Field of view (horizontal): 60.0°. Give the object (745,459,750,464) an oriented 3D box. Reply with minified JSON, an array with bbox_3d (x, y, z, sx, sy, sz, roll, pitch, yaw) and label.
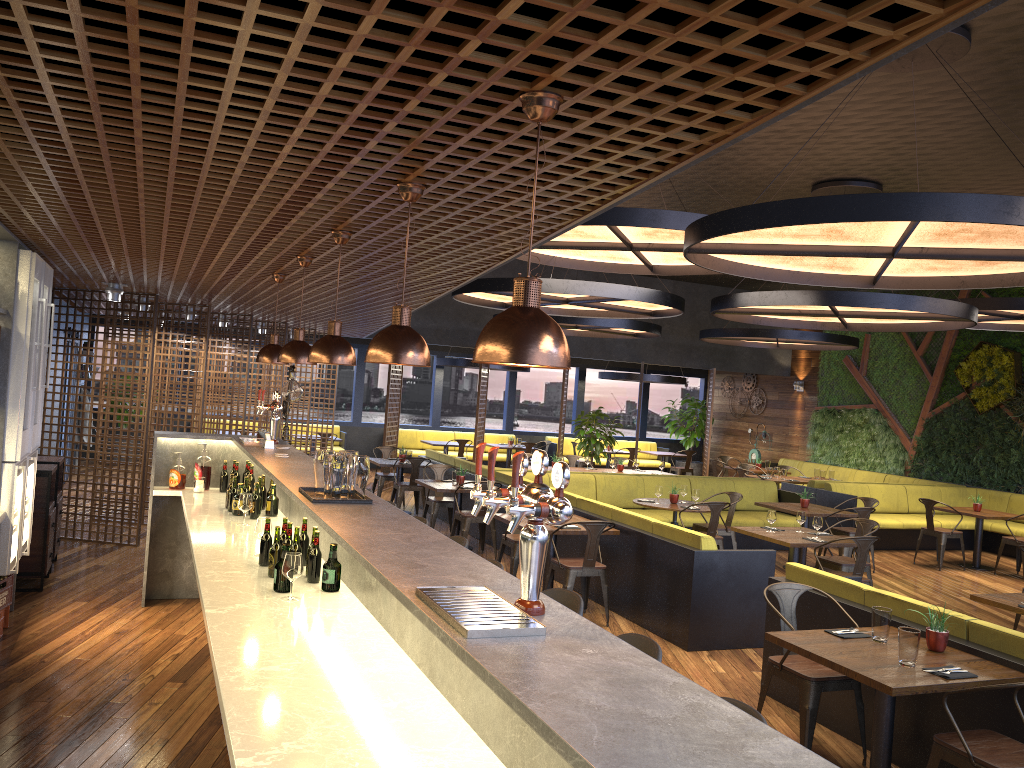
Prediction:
[{"bbox_3d":[4.587,1.553,17.287,0.102,0.178,0.102,4,0,-37],"label":"object"}]

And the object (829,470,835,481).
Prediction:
[{"bbox_3d":[5.654,1.623,15.688,0.102,0.178,0.102,4,0,-37],"label":"object"}]

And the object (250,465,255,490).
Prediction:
[{"bbox_3d":[-2.116,0.788,7.189,0.063,0.254,0.063,4,0,40],"label":"object"}]

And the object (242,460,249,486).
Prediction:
[{"bbox_3d":[-2.263,0.779,7.561,0.063,0.254,0.063,4,0,40],"label":"object"}]

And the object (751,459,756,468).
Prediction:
[{"bbox_3d":[4.746,1.566,17.436,0.102,0.178,0.102,4,0,13],"label":"object"}]

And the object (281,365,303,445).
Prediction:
[{"bbox_3d":[-2.257,0.282,8.944,0.263,0.944,0.566,4,0,-30],"label":"object"}]

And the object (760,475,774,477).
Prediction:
[{"bbox_3d":[4.505,1.618,15.626,0.157,0.019,0.255,4,0,-23],"label":"object"}]

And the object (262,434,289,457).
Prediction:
[{"bbox_3d":[-1.628,0.433,6.317,0.200,0.106,0.766,4,0,-22],"label":"object"}]

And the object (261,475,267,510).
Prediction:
[{"bbox_3d":[-1.854,0.803,6.586,0.063,0.254,0.063,4,0,-25],"label":"object"}]

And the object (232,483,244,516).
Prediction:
[{"bbox_3d":[-1.918,0.811,6.241,0.088,0.224,0.088,4,0,22],"label":"object"}]

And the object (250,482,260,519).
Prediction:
[{"bbox_3d":[-1.774,0.806,6.133,0.063,0.254,0.063,4,0,-34],"label":"object"}]

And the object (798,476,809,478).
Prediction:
[{"bbox_3d":[5.279,1.677,15.944,0.157,0.019,0.255,4,0,-23],"label":"object"}]

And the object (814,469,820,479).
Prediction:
[{"bbox_3d":[5.462,1.610,15.884,0.102,0.178,0.102,4,0,-37],"label":"object"}]

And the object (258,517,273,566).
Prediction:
[{"bbox_3d":[-1.299,0.833,4.689,0.063,0.254,0.063,4,0,-25],"label":"object"}]

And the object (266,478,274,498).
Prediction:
[{"bbox_3d":[-1.765,0.809,6.495,0.063,0.254,0.063,4,0,40],"label":"object"}]

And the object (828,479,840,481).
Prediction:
[{"bbox_3d":[5.775,1.712,15.795,0.157,0.019,0.255,4,0,-23],"label":"object"}]

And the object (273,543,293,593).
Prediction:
[{"bbox_3d":[-1.069,0.862,4.165,0.088,0.224,0.088,4,0,7],"label":"object"}]

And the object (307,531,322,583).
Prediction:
[{"bbox_3d":[-0.975,0.856,4.394,0.063,0.254,0.063,4,0,-15],"label":"object"}]

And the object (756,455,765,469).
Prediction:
[{"bbox_3d":[4.796,1.522,17.245,0.238,0.271,0.260,4,0,-1],"label":"object"}]

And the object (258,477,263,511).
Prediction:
[{"bbox_3d":[-1.847,0.803,6.461,0.063,0.254,0.063,4,0,-19],"label":"object"}]

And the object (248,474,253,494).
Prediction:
[{"bbox_3d":[-1.951,0.795,6.564,0.063,0.254,0.063,4,0,40],"label":"object"}]

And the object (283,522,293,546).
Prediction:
[{"bbox_3d":[-1.157,0.842,4.585,0.063,0.254,0.063,4,0,-30],"label":"object"}]

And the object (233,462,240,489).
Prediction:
[{"bbox_3d":[-2.292,0.775,7.368,0.063,0.254,0.063,4,0,-30],"label":"object"}]

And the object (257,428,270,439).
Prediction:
[{"bbox_3d":[-2.025,0.417,7.341,0.177,0.091,0.091,4,0,43],"label":"object"}]

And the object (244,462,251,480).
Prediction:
[{"bbox_3d":[-2.207,0.782,7.426,0.063,0.254,0.063,4,0,40],"label":"object"}]

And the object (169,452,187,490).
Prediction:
[{"bbox_3d":[-2.760,0.716,7.338,0.133,0.301,0.133,4,0,-17],"label":"object"}]

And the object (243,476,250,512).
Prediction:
[{"bbox_3d":[-1.931,0.796,6.417,0.063,0.254,0.063,4,0,6],"label":"object"}]

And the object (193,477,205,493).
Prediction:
[{"bbox_3d":[-2.551,0.821,7.233,0.088,0.123,0.088,4,0,-17],"label":"object"}]

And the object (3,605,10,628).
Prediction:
[{"bbox_3d":[-3.817,1.627,6.457,0.277,0.206,0.416,4,0,-29],"label":"object"}]

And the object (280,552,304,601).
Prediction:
[{"bbox_3d":[-1.001,0.875,4.039,0.097,0.206,0.097,4,0,9],"label":"object"}]

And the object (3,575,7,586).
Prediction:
[{"bbox_3d":[-3.496,1.404,6.111,0.057,0.205,0.056,4,0,-11],"label":"object"}]

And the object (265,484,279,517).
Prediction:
[{"bbox_3d":[-1.705,0.827,6.315,0.088,0.224,0.088,4,0,-28],"label":"object"}]

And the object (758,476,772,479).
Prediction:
[{"bbox_3d":[4.316,1.602,15.198,0.157,0.019,0.255,4,0,-23],"label":"object"}]

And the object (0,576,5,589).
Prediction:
[{"bbox_3d":[-3.490,1.404,6.049,0.057,0.205,0.056,4,0,44],"label":"object"}]

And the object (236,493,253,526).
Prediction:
[{"bbox_3d":[-1.769,0.829,5.871,0.097,0.206,0.097,4,0,9],"label":"object"}]

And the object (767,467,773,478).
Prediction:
[{"bbox_3d":[4.448,1.532,15.306,0.102,0.178,0.102,4,0,-37],"label":"object"}]

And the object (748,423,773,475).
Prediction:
[{"bbox_3d":[5.579,1.688,20.027,0.459,1.615,0.848,4,0,-22],"label":"object"}]

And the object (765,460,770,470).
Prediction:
[{"bbox_3d":[4.970,1.581,17.251,0.102,0.178,0.102,4,0,13],"label":"object"}]

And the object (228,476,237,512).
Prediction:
[{"bbox_3d":[-2.001,0.791,6.371,0.063,0.254,0.063,4,0,31],"label":"object"}]

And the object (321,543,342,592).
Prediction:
[{"bbox_3d":[-0.861,0.877,4.247,0.088,0.224,0.088,4,0,32],"label":"object"}]

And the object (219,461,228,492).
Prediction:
[{"bbox_3d":[-2.381,0.768,7.343,0.063,0.254,0.063,4,0,-35],"label":"object"}]

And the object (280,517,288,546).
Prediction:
[{"bbox_3d":[-1.217,0.840,4.729,0.063,0.254,0.063,4,0,40],"label":"object"}]

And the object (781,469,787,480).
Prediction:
[{"bbox_3d":[4.646,1.546,15.182,0.102,0.178,0.102,4,0,13],"label":"object"}]

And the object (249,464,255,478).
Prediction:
[{"bbox_3d":[-2.151,0.785,7.303,0.063,0.254,0.063,4,0,6],"label":"object"}]

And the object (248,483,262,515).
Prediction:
[{"bbox_3d":[-1.821,0.818,6.299,0.088,0.224,0.088,4,0,7],"label":"object"}]

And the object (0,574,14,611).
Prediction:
[{"bbox_3d":[-3.570,1.417,5.937,0.277,0.206,0.416,4,0,-8],"label":"object"}]

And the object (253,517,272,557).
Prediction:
[{"bbox_3d":[-1.388,0.852,4.941,0.097,0.206,0.097,4,0,27],"label":"object"}]

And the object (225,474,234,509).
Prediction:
[{"bbox_3d":[-2.063,0.787,6.508,0.063,0.254,0.063,4,0,20],"label":"object"}]

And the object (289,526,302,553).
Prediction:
[{"bbox_3d":[-1.094,0.847,4.476,0.063,0.254,0.063,4,0,6],"label":"object"}]

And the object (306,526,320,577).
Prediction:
[{"bbox_3d":[-1.010,0.853,4.511,0.063,0.254,0.063,4,0,6],"label":"object"}]

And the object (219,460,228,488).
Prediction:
[{"bbox_3d":[-2.422,0.767,7.465,0.063,0.254,0.063,4,0,-30],"label":"object"}]

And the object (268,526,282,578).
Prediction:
[{"bbox_3d":[-1.183,0.840,4.444,0.063,0.254,0.063,4,0,-19],"label":"object"}]

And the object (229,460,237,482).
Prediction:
[{"bbox_3d":[-2.359,0.772,7.523,0.063,0.254,0.063,4,0,20],"label":"object"}]

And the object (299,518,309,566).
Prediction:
[{"bbox_3d":[-1.121,0.847,4.766,0.063,0.254,0.063,4,0,-20],"label":"object"}]

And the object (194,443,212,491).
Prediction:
[{"bbox_3d":[-2.567,0.688,7.377,0.133,0.385,0.133,4,0,17],"label":"object"}]

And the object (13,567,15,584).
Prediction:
[{"bbox_3d":[-3.813,1.402,6.451,0.277,0.206,0.416,4,0,-19],"label":"object"}]

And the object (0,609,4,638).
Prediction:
[{"bbox_3d":[-3.600,1.641,5.932,0.277,0.206,0.416,4,0,-18],"label":"object"}]

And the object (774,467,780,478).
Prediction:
[{"bbox_3d":[4.637,1.548,15.546,0.102,0.178,0.102,4,0,-37],"label":"object"}]

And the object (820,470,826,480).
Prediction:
[{"bbox_3d":[5.430,1.606,15.504,0.102,0.178,0.102,4,0,13],"label":"object"}]
